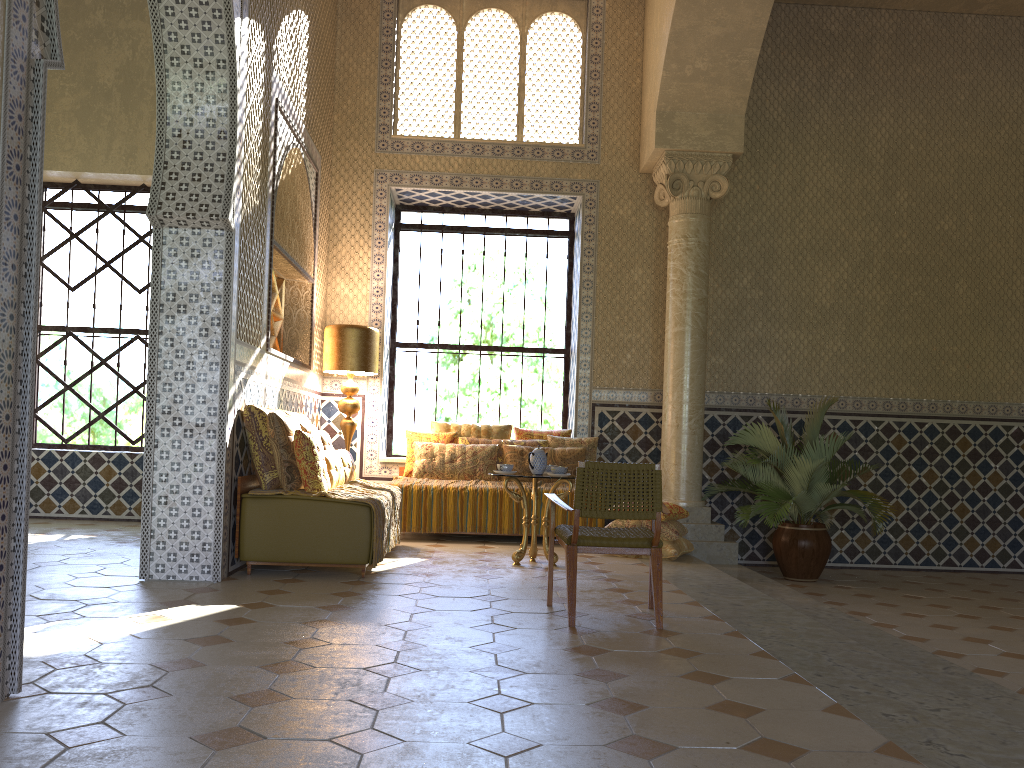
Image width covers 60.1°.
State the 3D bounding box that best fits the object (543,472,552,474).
[{"bbox_3d":[0.425,1.010,10.067,0.256,0.032,0.256,4,-4,-24],"label":"object"}]

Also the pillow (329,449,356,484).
[{"bbox_3d":[-1.987,0.987,10.341,0.271,0.450,0.984,2,-3,-2],"label":"pillow"}]

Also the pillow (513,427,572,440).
[{"bbox_3d":[0.438,1.032,12.778,0.855,0.800,0.394,2,-1,-2],"label":"pillow"}]

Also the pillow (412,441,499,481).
[{"bbox_3d":[-0.778,1.084,12.209,1.191,0.546,0.329,2,-1,-2],"label":"pillow"}]

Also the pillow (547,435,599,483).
[{"bbox_3d":[0.858,1.077,12.519,0.741,0.693,0.341,2,-1,-2],"label":"pillow"}]

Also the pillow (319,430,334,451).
[{"bbox_3d":[-2.188,0.850,10.287,0.313,0.637,0.682,2,-2,-2],"label":"pillow"}]

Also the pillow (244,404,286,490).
[{"bbox_3d":[-2.404,0.647,8.955,0.422,0.831,1.194,2,-3,-2],"label":"pillow"}]

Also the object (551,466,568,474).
[{"bbox_3d":[0.502,0.932,9.435,0.183,0.100,0.184,2,-3,-6],"label":"object"}]

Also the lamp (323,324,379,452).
[{"bbox_3d":[-2.222,0.633,12.025,0.737,2.811,0.736,3,-1,-33],"label":"lamp"}]

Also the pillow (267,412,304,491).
[{"bbox_3d":[-2.196,0.682,8.739,0.383,0.779,0.835,2,-2,-2],"label":"pillow"}]

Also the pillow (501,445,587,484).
[{"bbox_3d":[0.446,1.131,12.262,1.191,0.546,0.329,2,-1,-2],"label":"pillow"}]

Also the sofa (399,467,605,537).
[{"bbox_3d":[-0.212,1.674,12.201,2.849,0.937,1.276,2,-3,-2],"label":"sofa"}]

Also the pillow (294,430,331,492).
[{"bbox_3d":[-1.932,0.777,8.606,0.345,0.651,0.686,2,-2,-3],"label":"pillow"}]

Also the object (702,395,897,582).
[{"bbox_3d":[3.993,1.371,11.800,2.643,2.500,2.166,3,-2,-16],"label":"object"}]

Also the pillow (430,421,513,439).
[{"bbox_3d":[-0.592,0.959,12.677,1.192,0.832,0.423,2,-1,-2],"label":"pillow"}]

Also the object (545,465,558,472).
[{"bbox_3d":[0.426,0.972,10.066,0.184,0.100,0.183,3,-3,-14],"label":"object"}]

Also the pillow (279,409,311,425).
[{"bbox_3d":[-2.456,0.725,10.150,0.422,0.831,1.194,2,-3,-2],"label":"pillow"}]

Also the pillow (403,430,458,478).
[{"bbox_3d":[-1.146,1.000,12.433,0.741,0.693,0.341,2,-1,-2],"label":"pillow"}]

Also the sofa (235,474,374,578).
[{"bbox_3d":[-1.967,1.438,9.585,1.273,0.936,2.855,2,-3,-2],"label":"sofa"}]

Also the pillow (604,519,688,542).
[{"bbox_3d":[1.660,1.799,10.949,0.931,0.347,0.882,1,-4,18],"label":"pillow"}]

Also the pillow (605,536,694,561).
[{"bbox_3d":[1.671,2.002,10.957,0.990,0.368,1.045,1,-4,23],"label":"pillow"}]

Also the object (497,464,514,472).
[{"bbox_3d":[-0.075,0.929,9.692,0.184,0.100,0.183,3,-3,-21],"label":"object"}]

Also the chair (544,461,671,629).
[{"bbox_3d":[0.747,1.201,6.899,0.950,1.208,0.908,2,-2,-2],"label":"chair"}]

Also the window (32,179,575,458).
[{"bbox_3d":[-3.289,-0.881,13.442,8.485,3.988,0.574,2,-1,-6],"label":"window"}]

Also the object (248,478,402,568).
[{"bbox_3d":[-1.904,1.430,9.576,1.314,0.717,2.891,2,-4,-2],"label":"object"}]

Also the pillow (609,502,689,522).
[{"bbox_3d":[1.684,1.591,10.944,0.803,0.310,0.749,0,-4,32],"label":"pillow"}]

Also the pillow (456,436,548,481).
[{"bbox_3d":[-0.139,1.068,12.456,1.341,0.615,0.371,2,-1,-2],"label":"pillow"}]

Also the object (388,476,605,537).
[{"bbox_3d":[-0.249,1.660,12.137,2.886,0.717,1.316,2,-3,-2],"label":"object"}]

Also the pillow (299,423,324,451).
[{"bbox_3d":[-2.152,0.768,9.485,0.340,0.692,0.742,2,-2,-2],"label":"pillow"}]

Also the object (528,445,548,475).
[{"bbox_3d":[0.286,0.838,9.748,0.273,0.323,0.199,2,-2,-13],"label":"object"}]

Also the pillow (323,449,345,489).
[{"bbox_3d":[-1.947,0.927,9.406,0.271,0.450,0.984,2,-3,-2],"label":"pillow"}]

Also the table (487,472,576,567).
[{"bbox_3d":[0.261,1.485,9.701,1.100,0.980,1.103,1,-3,27],"label":"table"}]

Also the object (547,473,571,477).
[{"bbox_3d":[0.500,0.970,9.434,0.256,0.032,0.256,2,-4,-6],"label":"object"}]

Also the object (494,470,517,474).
[{"bbox_3d":[-0.077,0.967,9.693,0.256,0.032,0.256,4,-4,-24],"label":"object"}]
